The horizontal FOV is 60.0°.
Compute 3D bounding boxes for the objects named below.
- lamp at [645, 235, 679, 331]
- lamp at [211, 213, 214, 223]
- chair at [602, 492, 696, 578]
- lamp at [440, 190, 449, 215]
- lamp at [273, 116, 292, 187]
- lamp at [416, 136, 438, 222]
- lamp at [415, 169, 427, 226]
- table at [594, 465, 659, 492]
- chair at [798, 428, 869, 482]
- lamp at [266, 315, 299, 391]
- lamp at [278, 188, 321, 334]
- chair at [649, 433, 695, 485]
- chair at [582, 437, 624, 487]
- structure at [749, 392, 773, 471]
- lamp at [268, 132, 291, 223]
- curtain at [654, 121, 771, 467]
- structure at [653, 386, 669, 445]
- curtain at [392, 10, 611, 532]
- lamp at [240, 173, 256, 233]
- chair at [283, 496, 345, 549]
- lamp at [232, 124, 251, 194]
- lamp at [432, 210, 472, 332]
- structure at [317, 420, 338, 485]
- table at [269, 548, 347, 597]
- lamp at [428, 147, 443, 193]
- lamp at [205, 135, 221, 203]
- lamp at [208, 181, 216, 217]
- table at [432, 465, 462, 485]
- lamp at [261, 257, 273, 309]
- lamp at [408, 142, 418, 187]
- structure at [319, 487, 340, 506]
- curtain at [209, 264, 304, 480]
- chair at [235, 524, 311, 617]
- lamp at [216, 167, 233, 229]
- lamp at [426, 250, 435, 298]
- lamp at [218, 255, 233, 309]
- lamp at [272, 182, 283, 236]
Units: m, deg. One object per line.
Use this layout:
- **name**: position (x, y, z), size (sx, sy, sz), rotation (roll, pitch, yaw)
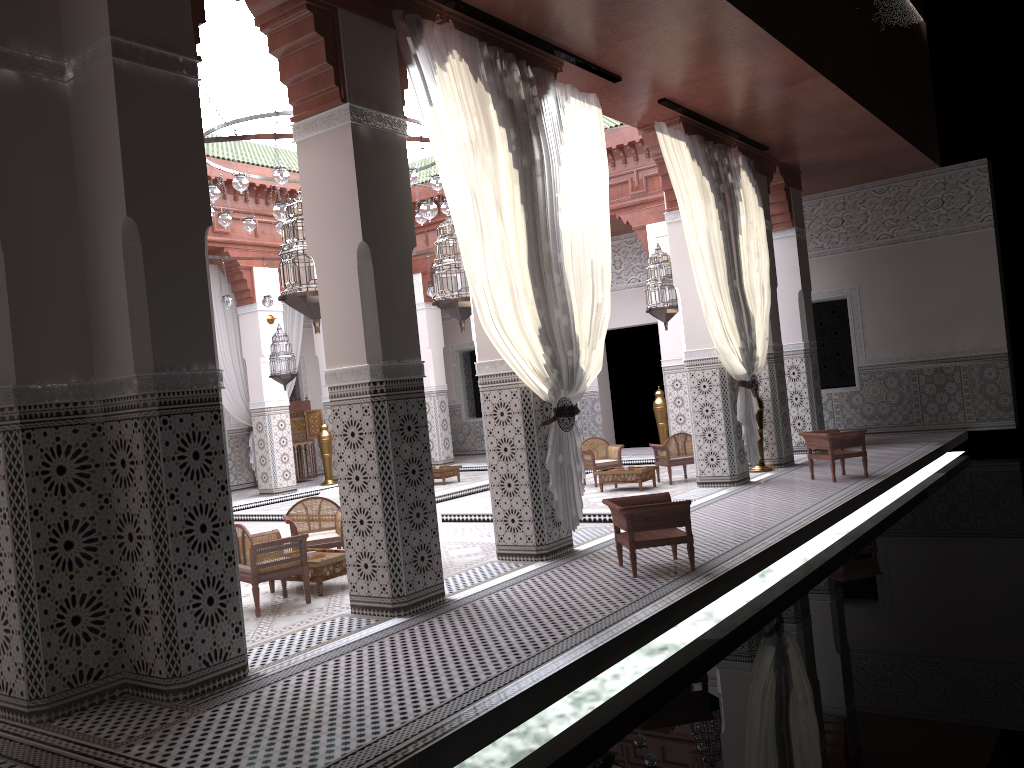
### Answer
- **lamp**: position (0.844, -0.576, 4.990), size (0.221, 0.552, 0.216), rotation (-6, -1, 36)
- **lamp**: position (-1.243, -0.796, 3.522), size (0.091, 0.371, 0.090), rotation (-5, -1, -40)
- **chair**: position (0.447, 0.501, 2.895), size (0.234, 0.252, 0.259), rotation (-6, 0, -6)
- **lamp**: position (-0.410, -1.226, 5.502), size (0.090, 0.371, 0.091), rotation (-6, 0, -10)
- **lamp**: position (-1.159, -1.158, 4.377), size (0.091, 0.371, 0.090), rotation (-6, -1, 20)
- **lamp**: position (-0.373, -0.883, 3.809), size (0.091, 0.371, 0.090), rotation (-5, -1, -40)
- **lamp**: position (-0.595, -1.205, 5.730), size (0.091, 0.371, 0.090), rotation (-6, 0, -15)
- **table**: position (0.711, 0.581, 5.471), size (0.330, 0.142, 0.229), rotation (-6, -1, 36)
- **chair**: position (1.667, 0.366, 4.582), size (0.234, 0.252, 0.259), rotation (-6, 0, -15)
- **lamp**: position (-1.795, -0.254, 6.909), size (0.217, 0.618, 0.216), rotation (-6, -1, 36)
- **lamp**: position (-0.658, -0.439, 2.885), size (0.221, 0.552, 0.216), rotation (-6, -1, 36)
- **chair**: position (1.036, 0.463, 5.598), size (0.263, 0.313, 0.208), rotation (-6, 0, -14)
- **chair**: position (0.590, 0.511, 5.878), size (0.263, 0.313, 0.208), rotation (-6, 0, -19)
- **structure**: position (1.445, 0.242, 5.271), size (0.156, 0.539, 0.156), rotation (-5, -1, -38)
- **lamp**: position (-0.937, -0.827, 3.561), size (0.091, 0.371, 0.090), rotation (-5, -1, -40)
- **curtain**: position (1.200, -0.432, 4.749), size (0.137, 1.761, 1.304), rotation (-6, -1, 35)
- **structure**: position (1.175, 0.283, 6.933), size (0.156, 0.539, 0.156), rotation (-6, 0, -4)
- **curtain**: position (0.130, -0.336, 3.256), size (0.129, 1.764, 1.303), rotation (-6, -1, 36)
- **lamp**: position (-1.625, -1.102, 5.413), size (0.090, 0.371, 0.091), rotation (-6, 0, -15)
- **chair**: position (-0.814, 0.637, 3.717), size (0.263, 0.313, 0.208), rotation (-6, 0, -19)
- **lamp**: position (-1.379, -1.135, 4.431), size (0.091, 0.371, 0.090), rotation (-6, -1, 40)
- **lamp**: position (-0.219, -0.479, 3.501), size (0.221, 0.552, 0.216), rotation (-6, -1, 36)
- **structure**: position (-1.558, 0.567, 7.435), size (0.156, 0.539, 0.156), rotation (-6, -1, 41)
- **table**: position (-0.765, 0.715, 3.405), size (0.330, 0.142, 0.229), rotation (-6, -1, 36)
- **lamp**: position (-0.420, -1.230, 4.836), size (0.090, 0.371, 0.091), rotation (-6, -1, 35)
- **lamp**: position (-1.564, -1.115, 4.567), size (0.090, 0.371, 0.091), rotation (-6, -1, -30)
- **lamp**: position (-1.733, -1.094, 4.978), size (0.091, 0.371, 0.090), rotation (-6, -1, 40)
- **table**: position (-0.591, 0.728, 7.076), size (0.330, 0.142, 0.229), rotation (-6, -1, 36)
- **lamp**: position (-1.761, -0.720, 6.332), size (0.090, 0.371, 0.091), rotation (-6, 0, 10)
- **lamp**: position (-0.551, -1.218, 4.645), size (0.091, 0.371, 0.090), rotation (-6, -1, -30)
- **structure**: position (-0.884, 0.753, 5.177), size (0.501, 0.310, 0.528), rotation (-6, -1, 36)
- **curtain**: position (-2.071, -0.077, 7.122), size (0.048, 1.761, 1.304), rotation (-6, -1, 36)
- **chair**: position (-0.869, 0.638, 3.158), size (0.208, 0.313, 0.263), rotation (-5, -1, -40)
- **lamp**: position (-1.707, -1.095, 5.209), size (0.090, 0.371, 0.091), rotation (-6, -1, -30)
- **lamp**: position (-0.621, -0.833, 6.735), size (0.091, 0.371, 0.090), rotation (-5, -1, -40)
- **lamp**: position (-1.983, -0.699, 6.112), size (0.090, 0.371, 0.091), rotation (-6, 0, 0)
- **lamp**: position (-1.477, -1.115, 5.609), size (0.090, 0.371, 0.091), rotation (-6, 0, 5)
